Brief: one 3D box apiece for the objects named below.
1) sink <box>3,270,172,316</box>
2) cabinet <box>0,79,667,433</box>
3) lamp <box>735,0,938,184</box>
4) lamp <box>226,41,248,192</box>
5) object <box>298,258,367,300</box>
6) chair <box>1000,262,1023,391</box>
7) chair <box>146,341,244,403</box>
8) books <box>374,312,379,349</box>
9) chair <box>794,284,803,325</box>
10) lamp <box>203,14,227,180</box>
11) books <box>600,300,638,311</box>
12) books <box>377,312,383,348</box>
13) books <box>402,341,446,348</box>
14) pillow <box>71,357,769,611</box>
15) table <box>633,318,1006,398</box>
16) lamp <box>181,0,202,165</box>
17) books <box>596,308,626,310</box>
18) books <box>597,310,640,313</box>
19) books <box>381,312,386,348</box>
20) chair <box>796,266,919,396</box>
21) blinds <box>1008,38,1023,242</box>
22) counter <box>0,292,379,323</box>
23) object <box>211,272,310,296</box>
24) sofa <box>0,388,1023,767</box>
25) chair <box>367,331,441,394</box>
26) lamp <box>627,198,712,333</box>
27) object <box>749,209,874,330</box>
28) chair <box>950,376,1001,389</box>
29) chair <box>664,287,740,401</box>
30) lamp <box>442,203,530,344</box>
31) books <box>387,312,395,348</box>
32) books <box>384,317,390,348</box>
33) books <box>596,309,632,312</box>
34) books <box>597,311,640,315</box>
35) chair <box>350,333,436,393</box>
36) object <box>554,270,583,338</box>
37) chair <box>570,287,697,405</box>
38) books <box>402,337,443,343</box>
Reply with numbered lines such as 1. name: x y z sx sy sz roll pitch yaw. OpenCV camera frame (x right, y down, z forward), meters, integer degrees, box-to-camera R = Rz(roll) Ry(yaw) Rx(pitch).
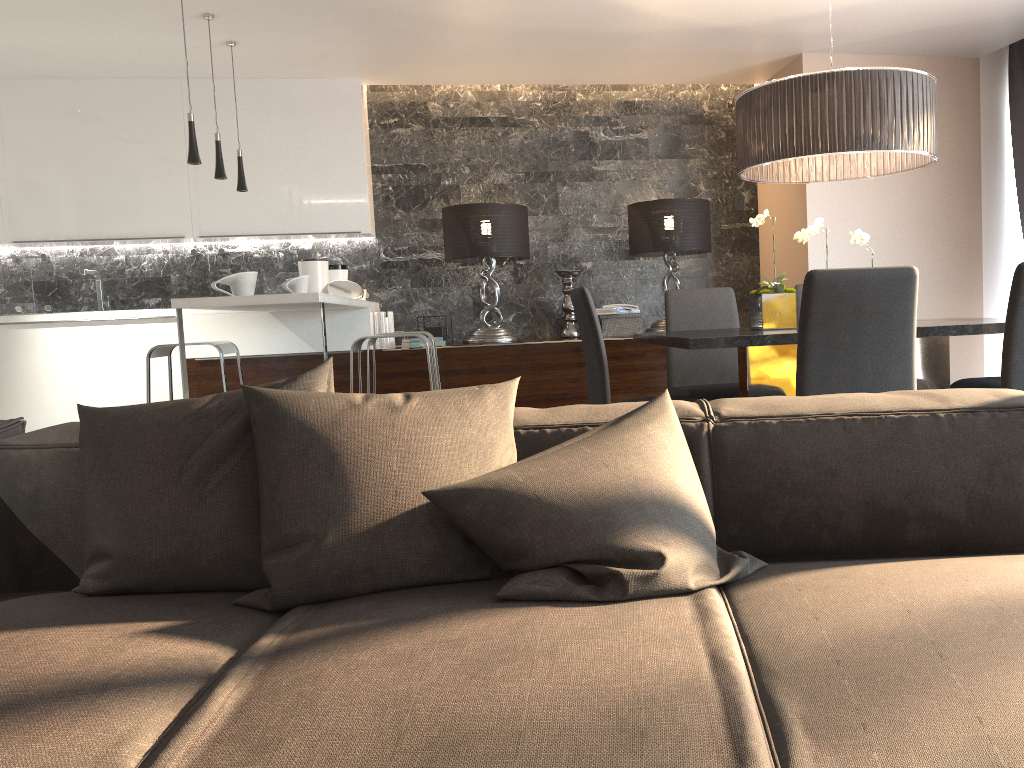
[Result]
1. sink: -2.581 -0.491 5.760 1.171 0.520 0.501 -3 4 -8
2. cabinet: -1.427 -0.640 4.075 7.028 2.500 4.382 -3 4 -7
3. lamp: 1.312 -1.439 3.614 0.779 1.102 0.830 -1 4 18
4. lamp: -1.591 -1.541 5.086 0.059 0.845 0.057 -3 4 -6
5. object: -1.167 -0.698 5.981 0.411 0.298 0.581 -2 4 7
6. chair: 1.786 0.064 3.100 0.434 0.964 0.564 -3 4 -5
7. chair: -1.604 0.188 4.508 0.437 0.800 0.415 -3 4 -6
8. books: -0.905 -0.363 5.941 0.019 0.243 0.172 -3 4 -3
9. chair: 1.712 -0.036 4.439 0.434 0.964 0.564 -3 4 -5
10. lamp: -1.566 -1.506 4.631 0.059 0.845 0.057 -3 4 -6
11. books: 0.776 -0.560 6.381 0.272 0.109 0.324 -2 4 4
12. books: -0.884 -0.364 5.949 0.024 0.243 0.173 -3 4 -3
13. books: -0.589 -0.265 5.854 0.255 0.034 0.171 -5 5 -28
14. pillow: -0.681 0.204 1.085 2.219 0.431 0.999 -7 6 -44
15. table: 1.410 0.136 3.717 1.627 0.760 1.025 -3 4 -7
16. lamp: -1.541 -1.472 4.177 0.059 0.845 0.057 -3 4 -6
17. books: 0.710 -0.540 6.330 0.240 0.011 0.335 1 5 36
18. books: 0.739 -0.521 6.340 0.241 0.011 0.334 0 5 31
19. books: -0.861 -0.364 5.931 0.019 0.243 0.172 -3 4 -3
20. chair: 1.083 0.104 2.989 0.434 0.964 0.564 -3 4 -5
21. blinds: 4.095 -0.958 2.603 0.767 2.893 7.308 -4 5 -10
22. counter: -2.908 -0.353 4.729 4.092 0.041 2.653 -3 4 -7
23. object: -1.207 -0.479 4.264 0.444 0.133 0.185 -3 4 -7
24. sofa: -0.249 0.473 0.644 2.475 0.703 2.749 -2 4 4
25. chair: -0.596 0.111 4.926 0.437 0.800 0.415 -3 4 -6
26. lamp: 1.152 -0.836 6.375 0.572 0.933 0.613 -1 5 20
27. object: 1.277 -0.493 3.722 0.587 0.501 0.303 -4 4 -11
28. chair: 2.267 -0.015 3.849 0.581 0.964 0.421 -3 4 -7
29. chair: 1.010 0.003 4.328 0.434 0.964 0.564 -3 4 -5
30. lamp: -0.164 -0.761 6.165 0.611 0.933 0.574 -4 4 -16
31. books: -0.817 -0.368 5.960 0.024 0.243 0.173 -3 4 -3
32. books: -0.838 -0.347 5.937 0.021 0.205 0.153 -3 4 -3
33. books: 0.719 -0.530 6.335 0.241 0.011 0.334 0 5 31
34. books: 0.726 -0.509 6.330 0.239 0.011 0.336 1 6 41
35. chair: -0.558 0.163 4.232 0.437 0.800 0.415 -3 4 -6
36. object: 0.418 -0.571 6.302 0.197 0.485 0.219 1 6 42
37. chair: 0.560 0.080 3.602 0.581 0.964 0.421 -3 4 -7
38. books: -0.596 -0.293 5.843 0.238 0.024 0.159 -5 5 -27
